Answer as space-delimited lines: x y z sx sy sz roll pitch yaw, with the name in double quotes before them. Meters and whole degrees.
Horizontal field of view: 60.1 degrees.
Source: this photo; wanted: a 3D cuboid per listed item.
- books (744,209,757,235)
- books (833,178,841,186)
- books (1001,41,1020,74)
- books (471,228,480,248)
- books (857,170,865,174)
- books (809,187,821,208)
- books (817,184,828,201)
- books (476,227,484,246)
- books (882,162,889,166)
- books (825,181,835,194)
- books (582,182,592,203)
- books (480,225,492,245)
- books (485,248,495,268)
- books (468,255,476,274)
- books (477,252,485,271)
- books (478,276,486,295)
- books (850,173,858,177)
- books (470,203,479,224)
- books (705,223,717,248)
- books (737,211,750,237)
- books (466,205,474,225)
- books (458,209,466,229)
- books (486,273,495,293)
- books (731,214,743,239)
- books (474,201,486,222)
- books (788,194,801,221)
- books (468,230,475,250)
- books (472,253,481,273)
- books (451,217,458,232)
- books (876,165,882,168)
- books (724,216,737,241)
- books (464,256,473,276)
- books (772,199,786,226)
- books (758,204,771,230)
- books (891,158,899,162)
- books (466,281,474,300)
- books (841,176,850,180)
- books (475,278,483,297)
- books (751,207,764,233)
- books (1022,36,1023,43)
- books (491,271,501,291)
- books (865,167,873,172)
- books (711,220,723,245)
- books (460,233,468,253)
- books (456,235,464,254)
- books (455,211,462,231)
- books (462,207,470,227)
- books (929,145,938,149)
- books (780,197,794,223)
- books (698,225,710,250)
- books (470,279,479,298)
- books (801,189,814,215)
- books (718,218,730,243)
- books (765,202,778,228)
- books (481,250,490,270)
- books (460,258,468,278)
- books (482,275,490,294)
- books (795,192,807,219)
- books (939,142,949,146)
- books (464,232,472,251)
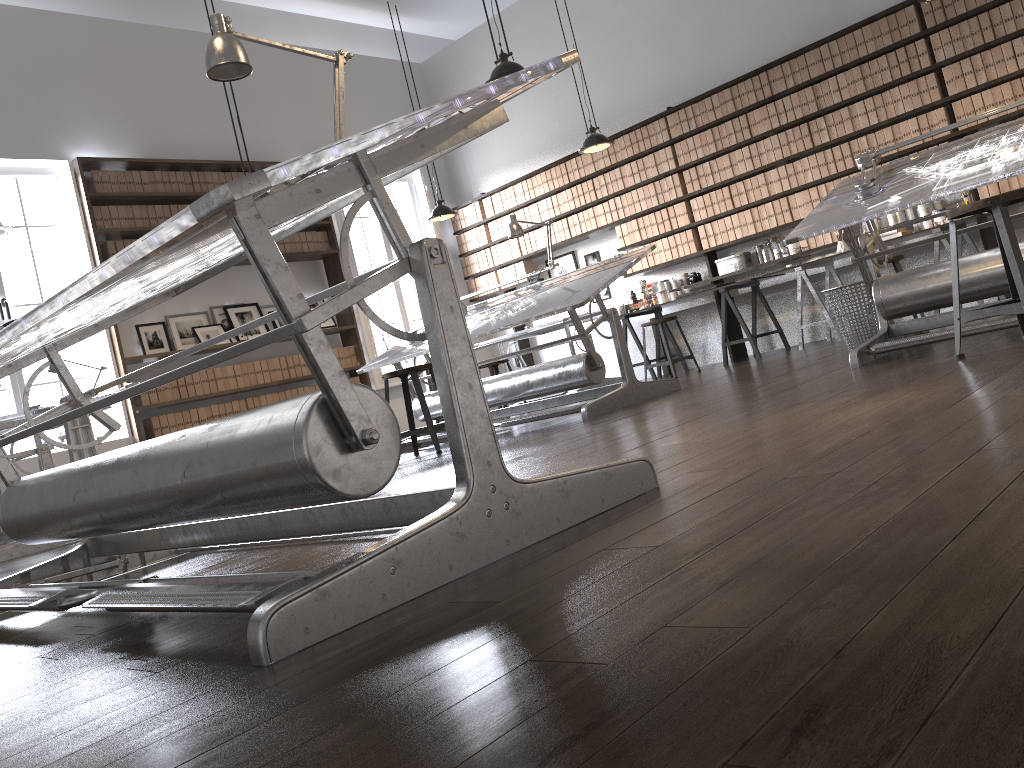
"books" 2.187 -1.463 7.996 0.066 0.226 0.175 -16 -3 43
"books" 2.788 -1.607 7.432 0.066 0.226 0.175 -16 -3 43
"books" 3.670 -2.383 6.490 0.066 0.226 0.175 -16 -3 43
"books" -0.366 -1.694 10.282 0.066 0.226 0.175 -16 -3 43
"books" 2.933 -1.642 7.293 0.066 0.226 0.175 -16 -3 43
"books" 2.634 -1.570 7.571 0.066 0.226 0.175 -16 -3 43
"books" 2.688 -1.583 7.524 0.066 0.226 0.175 -16 -3 43
"books" -0.315 -1.706 10.240 0.066 0.226 0.175 -16 -3 43
"books" 3.080 -1.677 7.155 0.066 0.226 0.175 -16 -3 43
"books" 2.740 -1.596 7.480 0.066 0.226 0.175 -16 -3 43
"books" 0.825 -1.975 9.158 0.066 0.226 0.175 -16 -3 43
"books" -0.264 -1.719 10.193 0.066 0.226 0.175 -16 -3 43
"books" -0.200 -1.452 10.180 0.066 0.226 0.175 -16 -3 43
"books" -0.406 -1.402 10.376 0.066 0.226 0.175 -16 -3 43
"books" -0.305 -1.427 10.281 0.066 0.226 0.175 -16 -3 43
"books" -0.284 -1.146 10.306 0.066 0.226 0.175 -16 -3 43
"books" 2.888 -1.631 7.334 0.066 0.226 0.175 -16 -3 43
"books" -0.379 -1.976 10.247 0.066 0.226 0.175 -16 -3 43
"books" 1.897 -1.393 8.276 0.066 0.226 0.175 -16 -3 43
"books" 2.143 -1.452 8.045 0.066 0.226 0.175 -16 -3 43
"books" -0.427 -1.965 10.297 0.066 0.226 0.175 -16 -3 43
"books" -0.527 -1.941 10.390 0.066 0.226 0.175 -16 -3 43
"books" -0.191 -1.169 10.211 0.066 0.226 0.175 -16 -3 43
"books" 2.097 -1.441 8.086 0.066 0.226 0.175 -16 -3 43
"books" -0.327 -1.989 10.199 0.066 0.226 0.175 -16 -3 43
"books" 2.496 -1.537 7.711 0.066 0.226 0.175 -16 -3 43
"books" -0.411 -1.683 10.330 0.066 0.226 0.175 -16 -3 43
"books" -0.359 -1.414 10.325 0.066 0.226 0.175 -16 -3 43
"books" -0.632 -1.915 10.485 0.066 0.226 0.175 -16 -3 43
"books" 3.029 -1.665 7.203 0.066 0.226 0.175 -16 -3 43
"books" 2.045 -1.428 8.134 0.066 0.226 0.175 -16 -3 43
"books" -0.457 -1.390 10.424 0.066 0.226 0.175 -16 -3 43
"books" 2.390 -1.511 7.812 0.066 0.226 0.175 -16 -3 43
"books" 2.289 -1.487 7.907 0.066 0.226 0.175 -16 -3 43
"books" 3.127 -1.689 7.104 0.066 0.226 0.175 -16 -3 43
"books" -0.435 -1.110 10.453 0.066 0.226 0.175 -16 -3 43
"books" 2.835 -1.619 7.381 0.066 0.226 0.175 -16 -3 43
"books" -0.329 -1.135 10.352 0.066 0.226 0.175 -16 -3 43
"books" 2.239 -1.475 7.955 0.066 0.226 0.175 -16 -3 43
"books" 3.769 -2.407 6.402 0.066 0.226 0.175 -16 -3 43
"books" -0.138 -1.182 10.165 0.066 0.226 0.175 -16 -3 43
"books" 2.978 -1.653 7.244 0.066 0.226 0.175 -16 -3 43
"books" 1.949 -1.405 8.232 0.066 0.226 0.175 -16 -3 43
"books" -0.509 -1.660 10.419 0.066 0.226 0.175 -16 -3 43
"books" -0.556 -1.648 10.469 0.066 0.226 0.175 -16 -3 43
"books" -0.580 -1.928 10.436 0.066 0.226 0.175 -16 -3 43
"books" -0.475 -1.953 10.345 0.066 0.226 0.175 -16 -3 43
"books" 3.336 -1.739 6.905 0.066 0.226 0.175 -16 -3 43
"books" 2.440 -1.523 7.757 0.066 0.226 0.175 -16 -3 43
"books" 1.844 -1.380 8.323 0.066 0.226 0.175 -16 -3 43
"books" -0.385 -1.122 10.398 0.066 0.226 0.175 -16 -3 43
"books" 2.583 -1.558 7.620 0.066 0.226 0.175 -16 -3 43
"books" 1.998 -1.417 8.184 0.066 0.226 0.175 -16 -3 43
"books" 2.337 -1.499 7.857 0.066 0.226 0.175 -16 -3 43
"books" -0.256 -1.439 10.226 0.066 0.226 0.175 -16 -3 43
"books" -0.508 -1.378 10.465 0.066 0.226 0.175 -16 -3 43
"books" -0.243 -1.156 10.260 0.066 0.226 0.175 -16 -3 43
"books" 2.541 -1.548 7.665 0.066 0.226 0.175 -16 -3 43
"books" 3.393 -1.753 6.853 0.066 0.226 0.175 -16 -3 43
"books" -0.456 -1.672 10.371 0.066 0.226 0.175 -16 -3 43
